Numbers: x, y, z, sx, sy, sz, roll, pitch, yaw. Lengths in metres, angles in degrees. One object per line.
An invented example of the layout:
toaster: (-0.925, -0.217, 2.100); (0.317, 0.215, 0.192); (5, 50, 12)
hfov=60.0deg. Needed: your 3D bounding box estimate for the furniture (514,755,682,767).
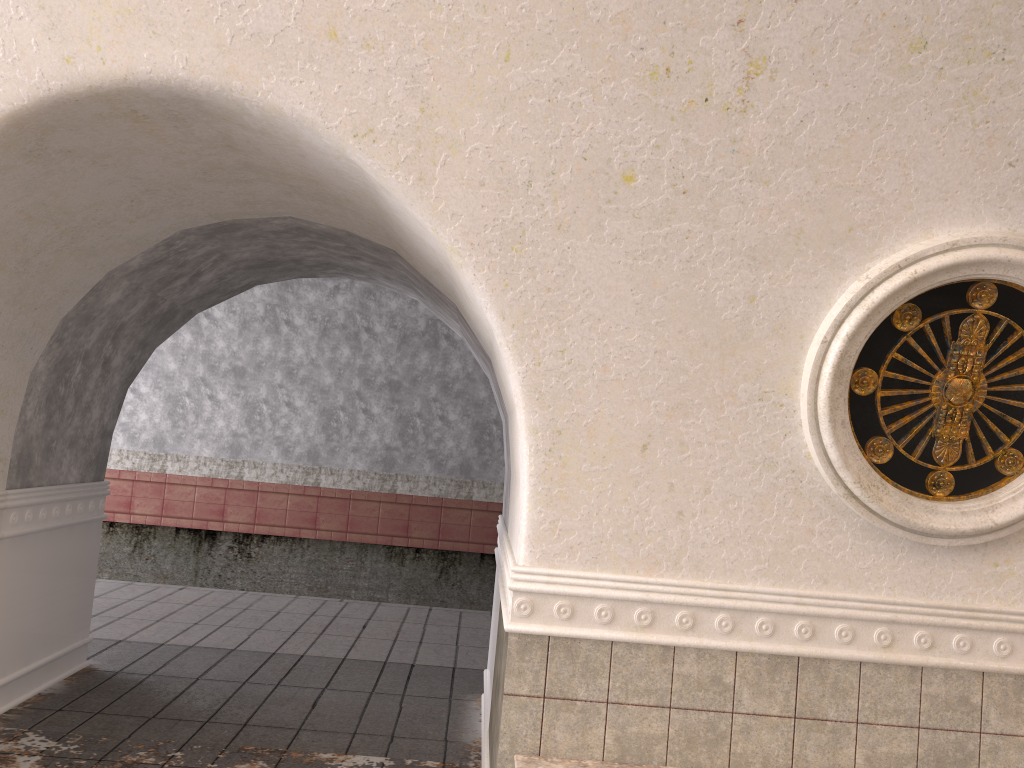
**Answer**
furniture: (0.748, 1.746, 3.169); (1.509, 0.508, 0.613); (5, -4, -2)
